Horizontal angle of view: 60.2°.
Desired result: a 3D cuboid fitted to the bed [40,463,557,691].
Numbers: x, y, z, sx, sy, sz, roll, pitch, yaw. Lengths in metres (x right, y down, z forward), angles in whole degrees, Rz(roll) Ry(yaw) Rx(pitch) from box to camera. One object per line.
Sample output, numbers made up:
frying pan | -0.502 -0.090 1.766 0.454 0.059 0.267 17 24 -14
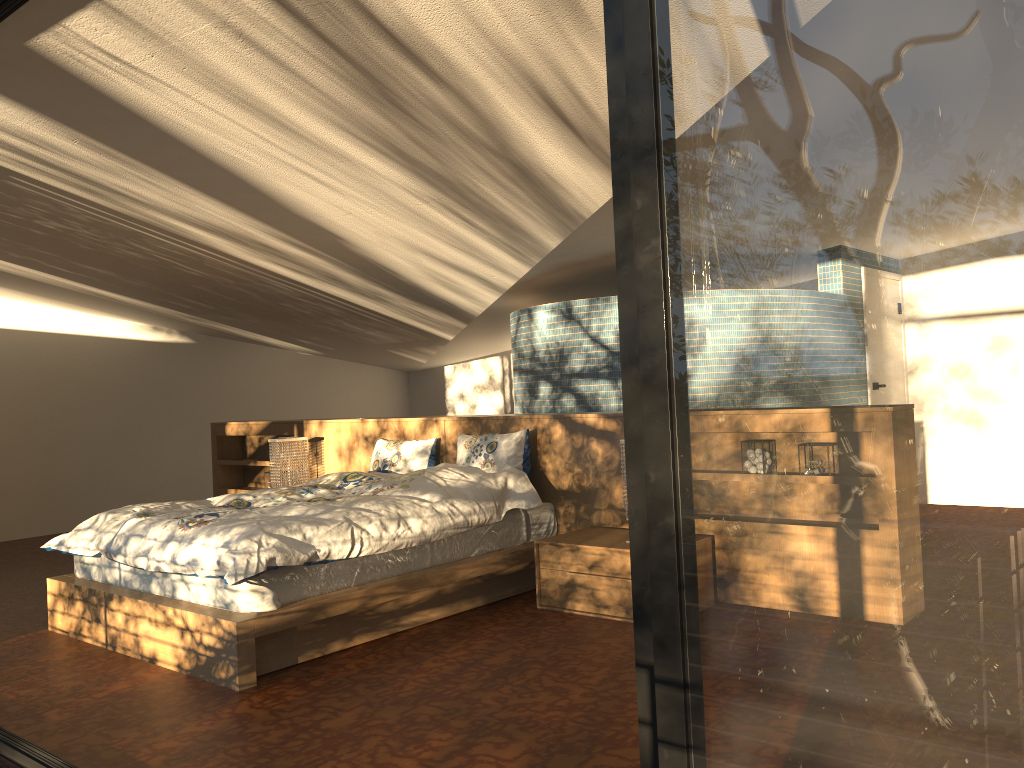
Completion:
bed | -1.043 0.857 4.816 1.766 0.712 2.227 -3 -1 41

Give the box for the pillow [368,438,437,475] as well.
pillow | -0.736 0.564 5.870 0.581 0.405 0.277 -3 -1 42

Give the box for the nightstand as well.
nightstand | 0.568 0.962 4.505 0.749 0.347 0.494 -3 -1 40

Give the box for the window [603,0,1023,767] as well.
window | 0.078 -0.088 5.959 9.965 2.514 7.076 -3 -1 40

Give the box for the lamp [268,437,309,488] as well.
lamp | -1.590 0.642 6.313 0.120 0.522 0.255 -4 -1 41

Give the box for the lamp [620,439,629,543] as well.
lamp | 0.687 0.630 4.429 0.157 0.730 0.270 -4 -1 41

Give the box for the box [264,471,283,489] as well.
box | -1.904 0.788 7.170 0.152 0.156 0.138 -3 -1 40

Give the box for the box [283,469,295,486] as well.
box | -1.736 0.772 7.041 0.120 0.171 0.120 -3 -1 40

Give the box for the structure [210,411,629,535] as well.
structure | -0.312 0.699 5.862 5.596 0.974 0.319 -3 -1 40

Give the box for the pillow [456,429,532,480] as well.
pillow | -0.121 0.491 5.307 0.598 0.439 0.262 -3 -1 44
